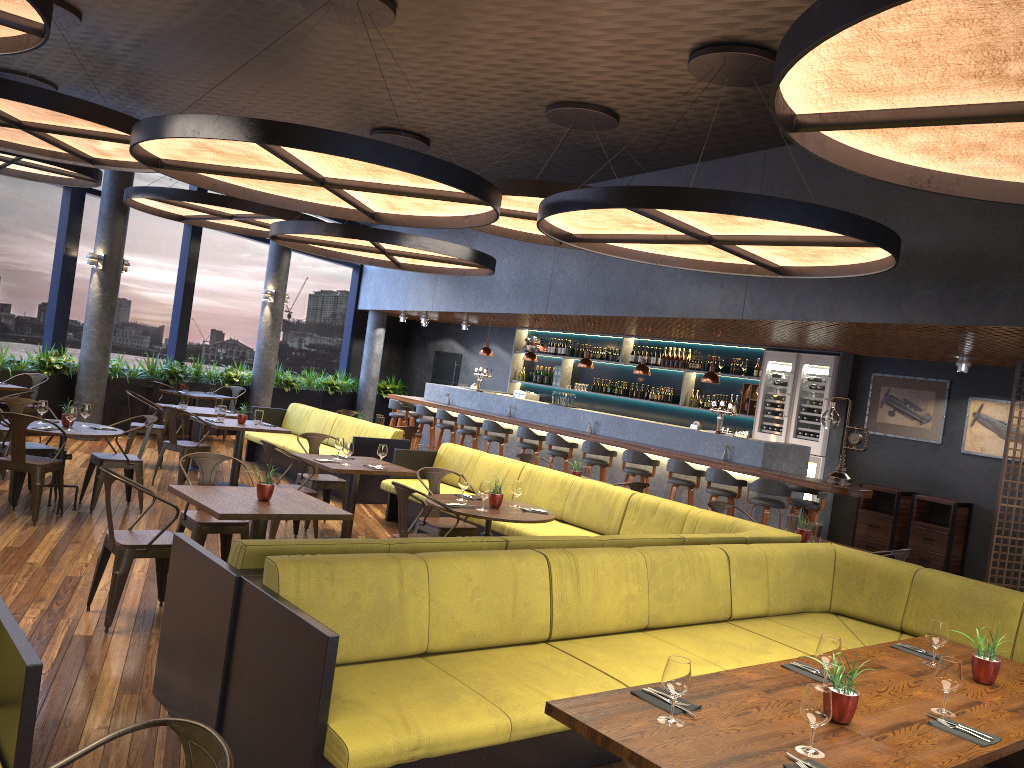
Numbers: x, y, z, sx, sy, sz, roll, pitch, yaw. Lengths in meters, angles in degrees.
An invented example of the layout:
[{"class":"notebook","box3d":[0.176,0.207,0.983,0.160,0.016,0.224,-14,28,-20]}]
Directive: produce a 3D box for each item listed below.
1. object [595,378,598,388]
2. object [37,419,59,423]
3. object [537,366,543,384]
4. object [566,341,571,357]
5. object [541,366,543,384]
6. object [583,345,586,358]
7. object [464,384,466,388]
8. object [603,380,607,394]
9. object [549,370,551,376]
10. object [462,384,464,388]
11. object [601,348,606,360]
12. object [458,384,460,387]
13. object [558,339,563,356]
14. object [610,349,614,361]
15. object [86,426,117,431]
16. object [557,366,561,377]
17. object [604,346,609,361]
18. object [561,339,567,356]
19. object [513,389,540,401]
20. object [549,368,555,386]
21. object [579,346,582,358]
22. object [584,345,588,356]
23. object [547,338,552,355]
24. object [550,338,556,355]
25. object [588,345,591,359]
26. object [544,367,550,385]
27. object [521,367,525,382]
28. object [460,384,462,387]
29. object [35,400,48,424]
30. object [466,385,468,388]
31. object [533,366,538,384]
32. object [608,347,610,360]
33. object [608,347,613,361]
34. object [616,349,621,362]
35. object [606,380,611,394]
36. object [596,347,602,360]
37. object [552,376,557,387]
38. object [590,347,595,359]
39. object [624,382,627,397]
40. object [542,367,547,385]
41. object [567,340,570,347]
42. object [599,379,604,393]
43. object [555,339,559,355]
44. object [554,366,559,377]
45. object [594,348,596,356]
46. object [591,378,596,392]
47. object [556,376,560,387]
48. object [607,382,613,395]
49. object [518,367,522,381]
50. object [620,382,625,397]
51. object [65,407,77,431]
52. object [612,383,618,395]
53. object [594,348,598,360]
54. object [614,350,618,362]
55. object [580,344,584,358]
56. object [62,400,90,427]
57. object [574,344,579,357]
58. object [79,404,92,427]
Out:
[{"class":"object","box3d":[1.519,0.028,15.814,0.063,0.254,0.063,9,1,43]},{"class":"object","box3d":[-4.317,0.338,8.227,0.255,0.019,0.157,8,1,29]},{"class":"object","box3d":[0.535,-0.169,16.864,0.094,0.340,0.094,8,1,-25]},{"class":"object","box3d":[1.049,-0.641,16.305,0.083,0.301,0.083,7,1,-32]},{"class":"object","box3d":[0.556,-0.168,16.979,0.094,0.340,0.094,7,1,-33]},{"class":"object","box3d":[1.328,-0.588,16.116,0.063,0.254,0.063,8,1,23]},{"class":"object","box3d":[-0.883,0.039,16.520,0.042,0.059,0.042,7,1,-42]},{"class":"object","box3d":[1.643,0.048,15.596,0.063,0.254,0.063,8,1,-11]},{"class":"object","box3d":[0.694,-0.147,16.834,0.094,0.340,0.094,8,1,-30]},{"class":"object","box3d":[-0.910,0.036,16.477,0.042,0.059,0.042,7,1,-42]},{"class":"object","box3d":[1.637,-0.524,15.762,0.088,0.224,0.088,7,1,-45]},{"class":"object","box3d":[-0.988,0.026,16.427,0.042,0.059,0.042,7,1,-42]},{"class":"object","box3d":[0.911,-0.680,16.473,0.085,0.310,0.086,8,1,-20]},{"class":"object","box3d":[1.744,-0.502,15.415,0.068,0.217,0.068,9,1,36]},{"class":"object","box3d":[-3.816,0.408,8.238,0.255,0.019,0.157,7,1,-41]},{"class":"object","box3d":[0.912,-0.229,16.448,0.080,0.192,0.098,7,1,-39]},{"class":"object","box3d":[1.668,-0.532,15.563,0.063,0.254,0.063,8,1,9]},{"class":"object","box3d":[0.975,-0.670,16.392,0.085,0.310,0.086,8,1,-6]},{"class":"object","box3d":[0.186,0.397,17.026,0.550,0.569,0.355,7,1,-39]},{"class":"object","box3d":[0.769,-0.135,16.756,0.094,0.340,0.094,8,1,-17]},{"class":"object","box3d":[1.268,-0.597,16.185,0.063,0.254,0.063,8,1,28]},{"class":"object","box3d":[1.335,-0.584,15.947,0.063,0.254,0.063,8,1,-21]},{"class":"object","box3d":[0.725,-0.709,16.701,0.085,0.310,0.086,8,1,-6]},{"class":"object","box3d":[0.782,-0.700,16.627,0.085,0.310,0.086,8,1,-12]},{"class":"object","box3d":[1.397,-0.577,16.043,0.063,0.254,0.063,8,1,-1]},{"class":"object","box3d":[0.675,-0.147,16.708,0.094,0.340,0.094,8,1,0]},{"class":"object","box3d":[0.225,-0.187,17.353,0.079,0.281,0.079,7,1,-36]},{"class":"object","box3d":[-0.951,0.031,16.456,0.042,0.059,0.042,7,1,-42]},{"class":"object","box3d":[-4.269,0.253,8.056,0.097,0.206,0.097,8,1,2]},{"class":"object","box3d":[-0.843,0.045,16.551,0.042,0.059,0.042,7,1,-42]},{"class":"object","box3d":[0.463,-0.180,16.932,0.094,0.340,0.094,8,1,-17]},{"class":"object","box3d":[1.710,-0.528,15.691,0.063,0.254,0.063,7,1,-31]},{"class":"object","box3d":[1.744,-0.522,15.610,0.063,0.254,0.063,8,1,-11]},{"class":"object","box3d":[1.857,-0.488,15.320,0.088,0.224,0.088,8,1,-25]},{"class":"object","box3d":[1.709,0.056,15.655,0.063,0.254,0.063,8,1,23]},{"class":"object","box3d":[1.550,-0.536,15.701,0.088,0.224,0.088,7,1,-45]},{"class":"object","box3d":[0.823,-0.049,16.528,0.080,0.192,0.098,7,1,-39]},{"class":"object","box3d":[1.438,-0.549,15.794,0.068,0.217,0.068,9,1,41]},{"class":"object","box3d":[1.955,0.096,15.278,0.063,0.254,0.063,8,1,23]},{"class":"object","box3d":[0.631,-0.156,16.909,0.094,0.340,0.094,8,1,-17]},{"class":"object","box3d":[1.047,-0.661,16.452,0.085,0.310,0.086,8,1,2]},{"class":"object","box3d":[1.596,0.040,15.718,0.063,0.254,0.063,8,1,8]},{"class":"object","box3d":[0.857,-0.691,16.684,0.085,0.310,0.086,8,1,-28]},{"class":"object","box3d":[0.851,-0.239,16.527,0.080,0.192,0.098,7,1,-39]},{"class":"object","box3d":[1.484,-0.545,15.927,0.068,0.217,0.068,7,1,-34]},{"class":"object","box3d":[1.450,0.019,15.743,0.063,0.254,0.063,8,1,23]},{"class":"object","box3d":[0.886,-0.039,16.450,0.080,0.192,0.098,7,1,-39]},{"class":"object","box3d":[1.710,0.074,15.453,0.088,0.224,0.088,8,1,-25]},{"class":"object","box3d":[0.167,-0.196,17.422,0.079,0.281,0.079,8,1,-21]},{"class":"object","box3d":[1.906,0.090,15.208,0.063,0.254,0.063,8,1,3]},{"class":"object","box3d":[-3.895,0.308,7.830,0.097,0.206,0.097,7,1,-33]},{"class":"object","box3d":[1.815,0.088,15.502,0.088,0.224,0.088,8,1,25]},{"class":"object","box3d":[1.515,-0.539,15.846,0.068,0.217,0.068,8,1,-19]},{"class":"object","box3d":[1.820,-0.492,15.469,0.068,0.217,0.068,7,1,-34]},{"class":"object","box3d":[1.272,-0.595,16.054,0.063,0.254,0.063,8,1,23]},{"class":"object","box3d":[-4.021,0.252,8.064,0.260,0.271,0.238,8,1,0]},{"class":"object","box3d":[1.178,-0.609,16.126,0.063,0.254,0.063,8,1,33]},{"class":"object","box3d":[-3.974,0.291,8.261,0.097,0.206,0.097,8,1,22]}]
